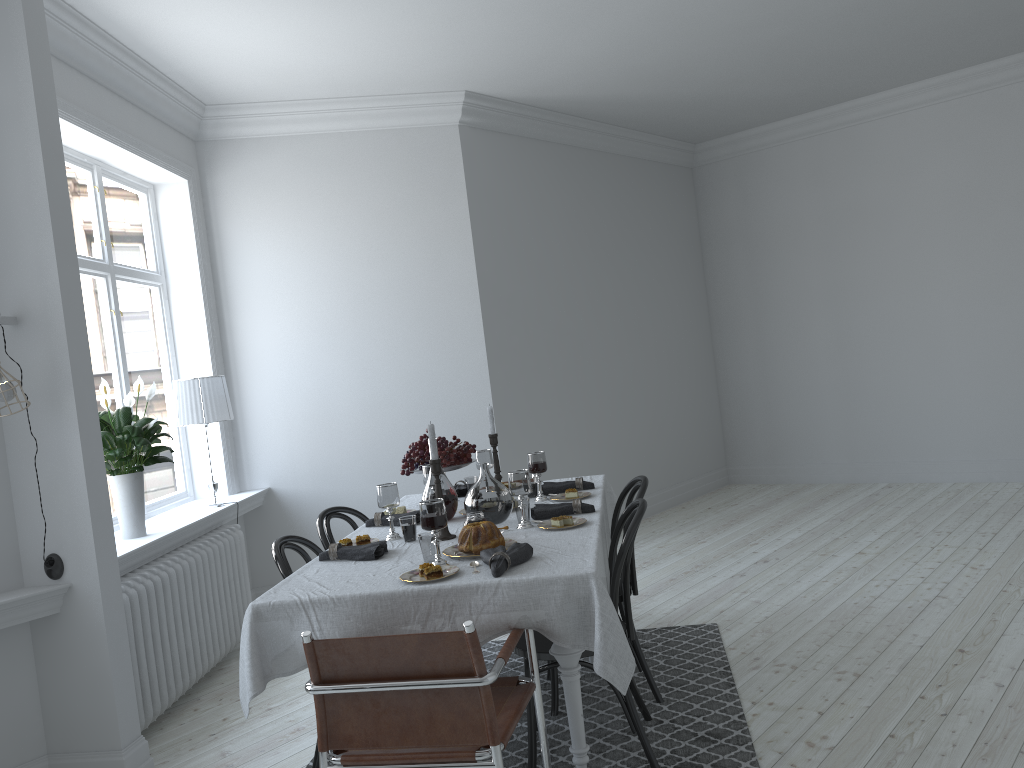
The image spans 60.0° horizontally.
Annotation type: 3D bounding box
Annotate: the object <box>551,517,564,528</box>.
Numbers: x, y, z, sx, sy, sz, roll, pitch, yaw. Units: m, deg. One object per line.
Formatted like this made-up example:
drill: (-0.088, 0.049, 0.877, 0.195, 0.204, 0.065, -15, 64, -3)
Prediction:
object: (0.167, 0.509, 3.265, 0.021, 0.037, 0.057, -8, 2, -32)

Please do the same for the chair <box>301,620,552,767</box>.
chair: (-0.215, 1.019, 2.540, 0.546, 0.837, 0.593, -7, 1, 12)

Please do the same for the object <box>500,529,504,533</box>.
object: (-0.111, 0.556, 3.293, 0.150, 0.009, 0.075, -7, 1, -15)

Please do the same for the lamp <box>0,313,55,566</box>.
lamp: (-1.814, 0.210, 3.230, 0.131, 0.977, 0.312, -7, 1, 15)

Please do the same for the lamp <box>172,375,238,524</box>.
lamp: (-1.753, 0.626, 5.208, 0.335, 1.331, 0.335, -6, 2, 27)

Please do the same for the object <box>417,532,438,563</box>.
object: (-0.274, 0.542, 2.936, 0.066, 0.094, 0.066, -6, 2, 29)

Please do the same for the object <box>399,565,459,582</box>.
object: (-0.252, 0.586, 2.718, 0.182, 0.013, 0.182, -6, 2, 40)

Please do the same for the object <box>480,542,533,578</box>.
object: (-0.001, 0.532, 2.734, 0.165, 0.061, 0.247, -7, 1, -11)

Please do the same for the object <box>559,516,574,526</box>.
object: (0.198, 0.505, 3.275, 0.057, 0.037, 0.021, -6, 2, 30)

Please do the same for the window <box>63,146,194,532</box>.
window: (-2.241, -0.230, 4.656, 0.061, 2.080, 2.079, -7, 1, 3)

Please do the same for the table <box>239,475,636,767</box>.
table: (-0.102, 0.973, 3.590, 1.210, 0.842, 2.179, -7, 1, 7)

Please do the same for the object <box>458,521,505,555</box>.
object: (-0.102, 0.518, 2.997, 0.164, 0.105, 0.191, -8, 2, -31)

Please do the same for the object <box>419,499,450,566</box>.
object: (-0.245, 0.482, 2.845, 0.083, 0.215, 0.083, -6, 2, 45)

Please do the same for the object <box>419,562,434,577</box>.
object: (-0.263, 0.573, 2.744, 0.051, 0.039, 0.036, -7, 1, -10)

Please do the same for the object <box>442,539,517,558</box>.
object: (-0.108, 0.560, 2.999, 0.251, 0.018, 0.251, -6, 2, 40)

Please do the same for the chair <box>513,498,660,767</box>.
chair: (0.269, 0.906, 3.272, 0.564, 0.909, 0.463, -7, 1, 3)

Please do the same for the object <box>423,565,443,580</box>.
object: (-0.238, 0.570, 2.693, 0.057, 0.041, 0.038, -7, 1, -16)

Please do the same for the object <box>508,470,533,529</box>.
object: (0.036, 0.435, 3.340, 0.083, 0.215, 0.083, -6, 2, 45)

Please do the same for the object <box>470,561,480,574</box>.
object: (-0.113, 0.568, 2.751, 0.031, 0.012, 0.131, -7, 1, -7)

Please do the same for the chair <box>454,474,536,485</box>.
chair: (-0.016, 0.944, 4.653, 0.546, 0.837, 0.593, -7, 1, -5)

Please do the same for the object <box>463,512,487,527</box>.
object: (-0.128, 0.515, 3.185, 0.091, 0.101, 0.091, -7, 1, -5)

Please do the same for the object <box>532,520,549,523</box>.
object: (0.139, 0.522, 3.390, 0.131, 0.012, 0.031, -7, 1, 8)

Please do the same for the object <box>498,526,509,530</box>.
object: (-0.093, 0.540, 3.300, 0.167, 0.031, 0.031, -7, 1, -15)

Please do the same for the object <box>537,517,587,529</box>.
object: (0.186, 0.519, 3.276, 0.182, 0.013, 0.182, -8, 2, -35)

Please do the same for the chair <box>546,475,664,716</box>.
chair: (0.359, 0.881, 3.835, 0.564, 0.909, 0.463, -7, 1, -2)

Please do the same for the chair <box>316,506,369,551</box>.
chair: (-0.529, 0.987, 3.963, 0.564, 0.909, 0.463, -7, 1, 18)

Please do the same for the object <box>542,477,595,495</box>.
object: (0.246, 0.469, 4.132, 0.247, 0.061, 0.165, -7, 1, -11)

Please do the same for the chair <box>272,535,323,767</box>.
chair: (-0.570, 1.006, 3.387, 0.564, 0.909, 0.463, -7, 1, 3)

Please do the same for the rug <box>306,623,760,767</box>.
rug: (0.073, 1.366, 3.608, 1.701, 0.021, 2.166, -7, 1, 8)

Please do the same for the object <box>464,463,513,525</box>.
object: (-0.096, 0.433, 3.490, 0.194, 0.245, 0.194, -6, 1, 23)

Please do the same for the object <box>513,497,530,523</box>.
object: (0.041, 0.492, 3.439, 0.066, 0.094, 0.066, -6, 2, 29)
